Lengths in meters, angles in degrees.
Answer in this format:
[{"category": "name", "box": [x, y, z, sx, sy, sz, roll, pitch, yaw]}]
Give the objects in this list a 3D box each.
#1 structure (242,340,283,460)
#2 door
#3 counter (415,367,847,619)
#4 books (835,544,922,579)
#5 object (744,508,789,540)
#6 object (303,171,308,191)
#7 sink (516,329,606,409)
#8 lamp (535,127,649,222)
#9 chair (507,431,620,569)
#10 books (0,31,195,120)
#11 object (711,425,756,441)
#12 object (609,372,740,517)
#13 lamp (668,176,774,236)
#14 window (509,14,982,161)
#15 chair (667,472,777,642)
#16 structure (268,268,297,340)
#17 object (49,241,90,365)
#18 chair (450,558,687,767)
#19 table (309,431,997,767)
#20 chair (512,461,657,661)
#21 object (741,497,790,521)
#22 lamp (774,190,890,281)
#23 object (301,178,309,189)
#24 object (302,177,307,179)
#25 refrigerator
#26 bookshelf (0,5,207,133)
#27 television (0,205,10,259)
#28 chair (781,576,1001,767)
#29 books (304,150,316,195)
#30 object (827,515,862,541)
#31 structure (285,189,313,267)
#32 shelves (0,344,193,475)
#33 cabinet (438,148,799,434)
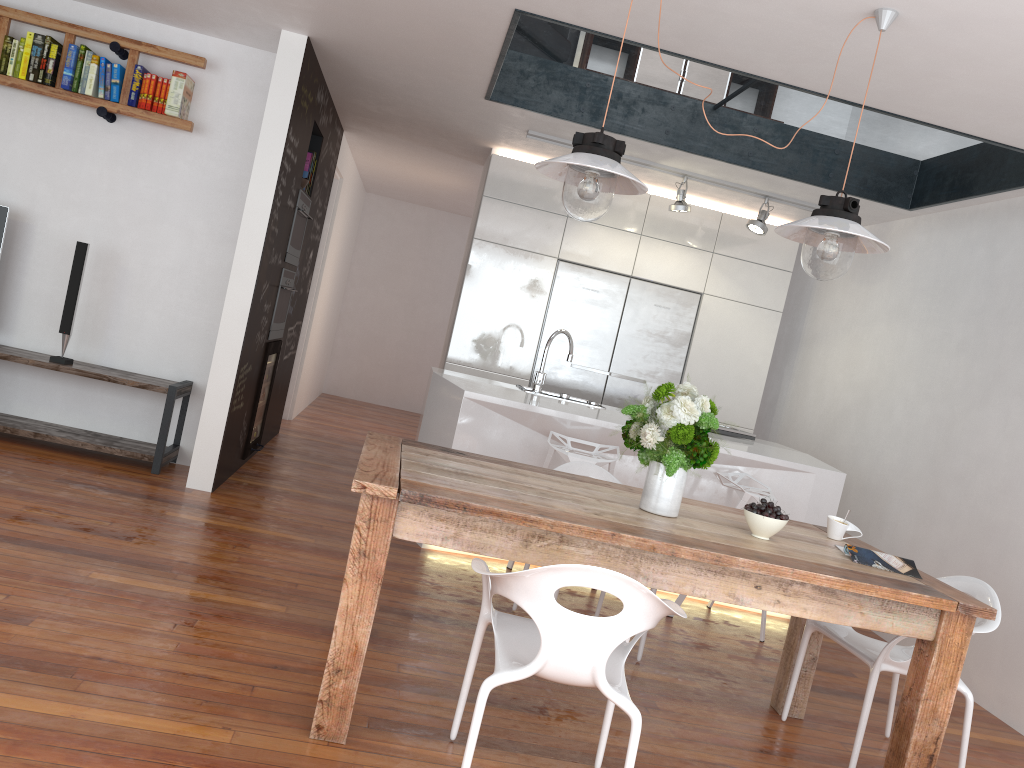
[{"category": "structure", "box": [-1.631, 0.095, 5.905, 0.081, 0.763, 0.582, 12, 3, -7]}, {"category": "door", "box": [-1.792, -0.740, 7.617, 0.120, 2.236, 0.823, 12, 3, -7]}, {"category": "counter", "box": [0.564, 0.615, 5.169, 2.289, 0.903, 0.956, 12, 3, -7]}, {"category": "books", "box": [1.221, 0.576, 2.960, 0.218, 0.035, 0.267, 13, 3, 7]}, {"category": "object", "box": [0.825, 0.465, 2.913, 0.146, 0.079, 0.146, 13, 3, 1]}, {"category": "object", "box": [-1.433, -1.352, 5.881, 0.136, 0.136, 0.110, 12, 3, -14]}, {"category": "sink", "box": [0.312, -0.034, 5.339, 0.492, 0.570, 0.459, 12, 3, -7]}, {"category": "lamp", "box": [0.257, -0.672, 2.843, 0.372, 0.306, 0.372, 12, 3, -13]}, {"category": "chair", "box": [0.283, 0.660, 4.454, 0.492, 0.765, 0.428, 13, 3, 3]}, {"category": "books", "box": [-1.772, -2.509, 5.289, 5.671, 1.974, 0.733, 12, 3, -18]}, {"category": "object", "box": [1.279, 0.276, 5.431, 0.298, 0.036, 0.325, 12, 3, -17]}, {"category": "object", "box": [0.515, 0.187, 2.959, 0.371, 0.476, 0.432, 15, 4, 34]}, {"category": "lamp", "box": [1.090, -1.250, 5.858, 1.324, 0.254, 0.154, 12, 3, -7]}, {"category": "window", "box": [1.308, -1.589, 4.552, 2.700, 0.035, 1.546, 12, 3, -7]}, {"category": "chair", "box": [1.165, 0.860, 4.498, 0.428, 0.765, 0.492, 15, 4, 38]}, {"category": "structure", "box": [-1.498, -0.522, 5.871, 0.052, 0.462, 0.585, 12, 3, -7]}, {"category": "object", "box": [-2.460, -0.453, 4.970, 0.089, 0.687, 0.089, 13, 3, 3]}, {"category": "chair", "box": [0.123, 0.762, 2.353, 0.577, 0.710, 0.505, 13, 3, -2]}, {"category": "table", "box": [0.361, 0.774, 2.964, 1.910, 0.735, 0.969, 12, 3, -7]}, {"category": "chair", "box": [0.331, 0.730, 3.817, 0.577, 0.710, 0.505, 12, 3, -17]}, {"category": "object", "box": [0.836, 0.416, 2.910, 0.159, 0.095, 0.141, 12, 3, -22]}, {"category": "lamp", "box": [1.063, -0.494, 2.949, 0.372, 0.306, 0.372, 16, 4, 44]}, {"category": "object", "box": [-1.389, -1.299, 5.746, 0.132, 0.069, 0.132, 14, 3, 26]}, {"category": "object", "box": [-1.372, -1.331, 5.747, 0.077, 0.042, 0.116, 13, 3, 6]}, {"category": "refrigerator", "box": [0.679, 0.091, 6.611, 1.119, 1.811, 0.142, 12, 3, -7]}, {"category": "bookshelf", "box": [-3.243, -1.950, 4.923, 2.983, 0.465, 0.161, 12, 3, -7]}, {"category": "television", "box": [-3.485, -0.734, 4.905, 1.230, 0.786, 0.298, 12, 3, -7]}, {"category": "chair", "box": [1.382, 1.005, 3.187, 0.505, 0.710, 0.577, 12, 3, -12]}, {"category": "books", "box": [-1.470, -1.452, 6.014, 0.230, 0.303, 0.152, 12, 3, -7]}, {"category": "object", "box": [1.213, 0.536, 3.255, 0.127, 0.078, 0.082, 13, 3, -2]}, {"category": "structure", "box": [-1.386, -1.011, 5.845, 0.052, 0.462, 0.585, 12, 3, -7]}, {"category": "shelves", "box": [-3.627, -0.126, 4.932, 3.473, 0.506, 0.414, 12, 3, -7]}, {"category": "cabinet", "box": [0.704, -0.278, 7.045, 2.404, 2.506, 0.946, 12, 3, -7]}]
